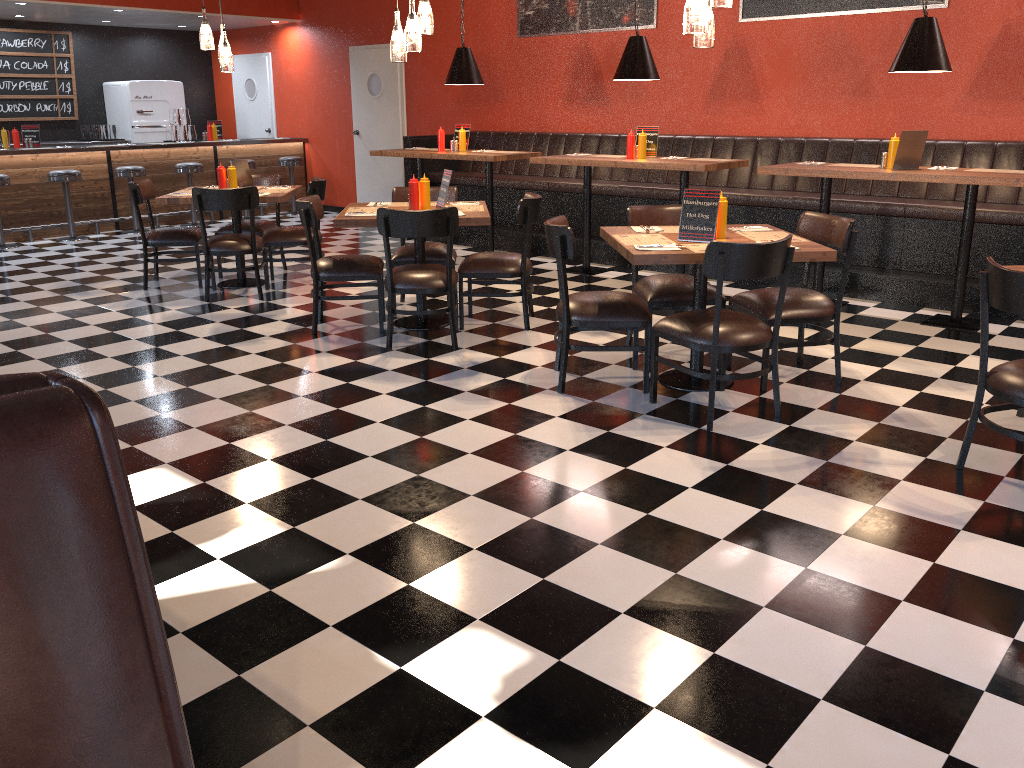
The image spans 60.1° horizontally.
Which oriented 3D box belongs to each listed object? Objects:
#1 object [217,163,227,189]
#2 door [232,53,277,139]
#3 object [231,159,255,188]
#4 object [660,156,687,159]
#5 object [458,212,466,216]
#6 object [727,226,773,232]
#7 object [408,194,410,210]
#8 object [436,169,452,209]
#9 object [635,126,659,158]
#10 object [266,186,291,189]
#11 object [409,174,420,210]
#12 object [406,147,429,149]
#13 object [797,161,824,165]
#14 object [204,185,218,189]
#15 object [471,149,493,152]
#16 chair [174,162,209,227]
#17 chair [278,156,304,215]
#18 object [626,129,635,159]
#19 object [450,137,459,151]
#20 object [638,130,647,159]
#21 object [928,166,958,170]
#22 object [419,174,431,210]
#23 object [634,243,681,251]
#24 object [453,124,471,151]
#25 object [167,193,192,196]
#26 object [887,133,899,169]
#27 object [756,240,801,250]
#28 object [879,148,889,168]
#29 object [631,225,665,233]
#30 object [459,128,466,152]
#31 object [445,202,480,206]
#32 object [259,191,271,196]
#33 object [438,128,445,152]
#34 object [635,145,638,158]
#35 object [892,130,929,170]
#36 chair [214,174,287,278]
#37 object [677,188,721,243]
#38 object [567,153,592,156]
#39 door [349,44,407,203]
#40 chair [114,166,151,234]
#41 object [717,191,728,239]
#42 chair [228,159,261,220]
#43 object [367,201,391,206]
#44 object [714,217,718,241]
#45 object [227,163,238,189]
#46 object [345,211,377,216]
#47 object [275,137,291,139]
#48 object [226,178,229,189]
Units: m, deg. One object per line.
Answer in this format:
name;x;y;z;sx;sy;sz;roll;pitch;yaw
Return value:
object;-2.330;-1.657;7.113;0.068;0.235;0.068;-2;16;-6
door;-3.845;-3.791;13.251;1.031;2.154;0.162;13;20;40
object;-2.203;-1.716;7.264;0.189;0.254;0.073;9;18;30
object;1.326;-1.866;7.300;0.158;0.019;0.257;13;22;36
object;-0.386;-1.087;5.622;0.157;0.019;0.258;-4;18;-10
object;1.276;-0.849;4.826;0.255;0.019;0.159;-4;18;-10
object;-0.665;-1.225;5.875;0.047;0.134;0.095;0;16;1
object;-0.450;-1.283;5.852;0.072;0.254;0.190;-6;17;-18
object;1.134;-2.037;7.452;0.188;0.254;0.073;6;17;20
object;-1.996;-1.662;7.483;0.255;0.019;0.159;-3;18;-9
object;-0.635;-1.240;5.753;0.068;0.235;0.068;-15;21;-41
object;-1.002;-2.455;9.221;0.158;0.019;0.257;13;22;36
object;2.204;-1.634;6.544;0.158;0.019;0.257;13;22;36
object;-2.553;-1.673;7.532;0.157;0.019;0.258;-1;18;-1
object;-0.285;-2.265;8.603;0.158;0.019;0.257;13;22;36
chair;-3.999;-2.368;11.058;0.350;0.766;0.351;13;21;39
chair;-3.008;-2.721;12.147;0.348;0.766;0.352;-1;16;-4
object;0.978;-1.972;7.283;0.068;0.235;0.068;-9;18;-27
object;-0.568;-2.357;8.709;0.094;0.134;0.047;10;18;31
object;1.069;-1.967;7.263;0.068;0.235;0.068;-13;20;-38
object;2.897;-1.455;5.959;0.158;0.019;0.257;13;22;36
object;-0.572;-1.262;5.819;0.068;0.235;0.068;-15;21;-41
object;0.715;-0.659;4.243;0.255;0.019;0.159;-1;18;-1
object;-0.503;-2.455;8.816;0.189;0.254;0.073;10;19;31
object;-2.573;-1.498;6.979;0.255;0.019;0.159;0;18;0
object;2.571;-1.568;5.966;0.068;0.235;0.068;8;18;29
object;1.271;-0.671;4.266;0.157;0.019;0.258;-2;18;-4
object;2.576;-1.547;6.070;0.094;0.134;0.047;1;16;6
object;0.743;-0.846;4.832;0.157;0.019;0.258;-1;18;-2
object;-0.483;-2.382;8.618;0.068;0.235;0.068;4;16;16
object;-0.352;-1.258;6.160;0.255;0.019;0.159;-1;18;-2
object;-1.984;-1.495;6.955;0.157;0.019;0.258;-1;18;-3
object;-0.694;-2.402;8.687;0.068;0.235;0.068;4;16;16
object;1.023;-1.949;7.380;0.094;0.134;0.047;9;18;30
object;2.644;-1.552;5.880;0.188;0.254;0.073;-3;16;-7
chair;-2.297;-1.405;7.819;0.486;0.857;0.551;2;16;8
object;0.928;-0.834;4.398;0.189;0.254;0.073;9;18;30
object;0.583;-2.050;7.900;0.158;0.019;0.257;13;22;36
door;-1.732;-3.242;11.460;1.031;2.154;0.162;13;20;40
chair;-4.494;-2.191;10.513;0.348;0.766;0.352;-1;16;-4
object;1.060;-0.861;4.509;0.068;0.235;0.068;-15;21;-41
chair;-3.504;-2.544;11.602;0.350;0.766;0.350;-15;21;-42
object;-0.925;-1.254;6.166;0.157;0.019;0.258;-1;18;-1
object;0.997;-0.839;4.443;0.068;0.235;0.068;-15;21;-41
object;-2.238;-1.652;7.094;0.068;0.235;0.068;-11;19;-33
object;-0.933;-1.084;5.628;0.255;0.019;0.159;-2;18;-4
object;-3.230;-3.460;12.453;0.158;0.019;0.257;-14;22;-36
object;-2.285;-1.634;7.211;0.094;0.134;0.047;9;18;30
